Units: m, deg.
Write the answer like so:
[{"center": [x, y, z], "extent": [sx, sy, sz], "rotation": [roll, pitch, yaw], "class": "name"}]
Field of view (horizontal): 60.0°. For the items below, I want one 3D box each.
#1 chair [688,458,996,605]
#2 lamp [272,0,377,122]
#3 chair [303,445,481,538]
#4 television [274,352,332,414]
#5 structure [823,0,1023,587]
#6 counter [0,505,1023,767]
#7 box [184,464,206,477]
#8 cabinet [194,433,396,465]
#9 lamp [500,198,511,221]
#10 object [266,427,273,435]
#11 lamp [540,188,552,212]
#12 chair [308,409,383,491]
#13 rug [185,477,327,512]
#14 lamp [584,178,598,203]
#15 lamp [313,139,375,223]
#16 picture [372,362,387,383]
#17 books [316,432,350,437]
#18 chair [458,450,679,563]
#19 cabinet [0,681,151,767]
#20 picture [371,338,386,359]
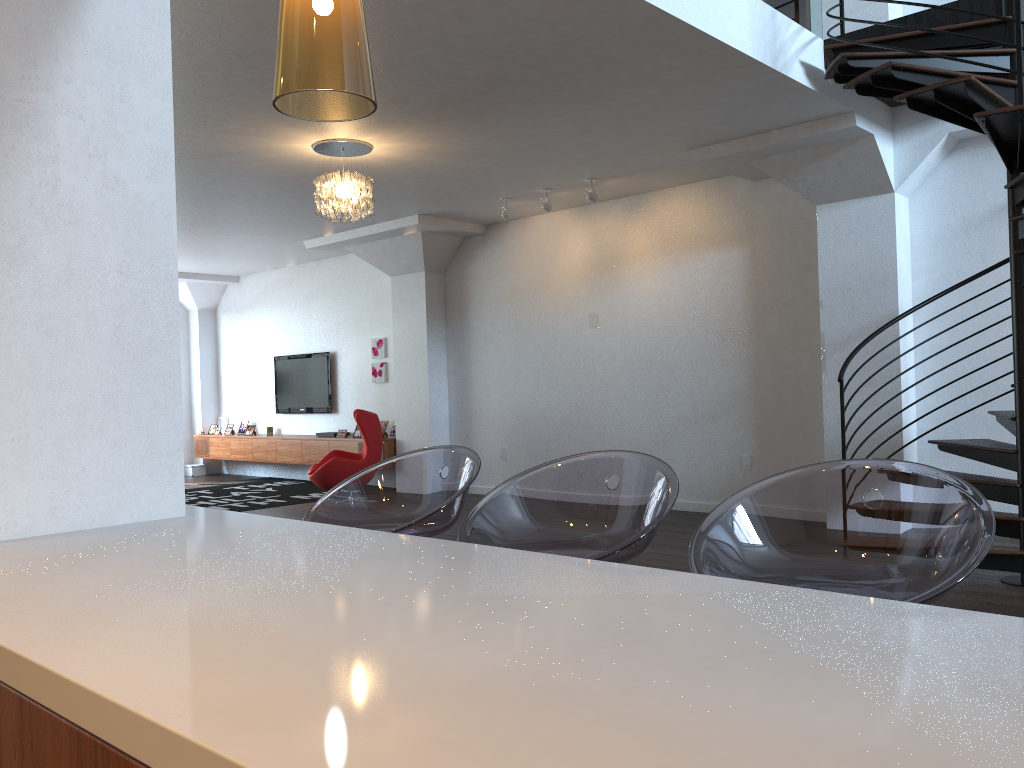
[{"center": [0.596, 0.662, 1.618], "extent": [0.530, 1.014, 0.481], "rotation": [-2, 0, 41], "class": "chair"}, {"center": [-0.489, -1.293, 2.624], "extent": [0.149, 1.807, 2.842], "rotation": [-2, 0, -8], "class": "lamp"}, {"center": [-0.325, 0.695, 2.487], "extent": [0.530, 1.014, 0.481], "rotation": [-2, 0, 45], "class": "chair"}, {"center": [-2.885, -0.001, 12.169], "extent": [1.324, 0.816, 0.013], "rotation": [-2, 0, 42], "class": "television"}, {"center": [2.842, -1.063, 4.984], "extent": [1.998, 4.352, 1.998], "rotation": [-2, 0, 3], "class": "structure"}, {"center": [0.955, 0.730, 1.547], "extent": [8.182, 0.860, 3.039], "rotation": [-2, 0, 13], "class": "counter"}, {"center": [-4.878, 1.317, 13.568], "extent": [0.368, 0.165, 0.228], "rotation": [-2, 0, 43], "class": "box"}, {"center": [-3.011, 0.882, 12.093], "extent": [4.501, 0.350, 0.459], "rotation": [-2, 0, 43], "class": "cabinet"}, {"center": [-0.058, -1.671, 8.477], "extent": [0.111, 0.211, 0.120], "rotation": [-2, 0, -13], "class": "lamp"}, {"center": [-3.455, 0.669, 12.651], "extent": [0.089, 0.110, 0.089], "rotation": [-2, 0, -2], "class": "object"}, {"center": [0.314, -1.685, 8.134], "extent": [0.111, 0.211, 0.120], "rotation": [-2, 0, 2], "class": "lamp"}, {"center": [-1.792, 0.780, 9.524], "extent": [0.801, 1.006, 0.798], "rotation": [-2, 0, -22], "class": "chair"}, {"center": [-3.843, 1.349, 10.258], "extent": [3.100, 0.007, 4.200], "rotation": [-2, 0, 44], "class": "rug"}, {"center": [0.695, -1.699, 7.783], "extent": [0.111, 0.211, 0.120], "rotation": [-2, 0, 17], "class": "lamp"}, {"center": [-1.235, -1.471, 6.509], "extent": [0.441, 0.539, 0.442], "rotation": [-2, 0, -5], "class": "lamp"}, {"center": [-1.667, -0.140, 11.125], "extent": [0.250, 0.250, 0.030], "rotation": [-2, 0, 43], "class": "picture"}, {"center": [-2.342, 0.661, 11.589], "extent": [0.400, 0.053, 0.250], "rotation": [-2, 0, 43], "class": "books"}, {"center": [0.139, 0.678, 2.061], "extent": [0.530, 1.014, 0.481], "rotation": [-2, 0, 40], "class": "chair"}, {"center": [-0.858, 0.813, 1.973], "extent": [4.493, 0.796, 0.898], "rotation": [-2, 0, 43], "class": "cabinet"}, {"center": [-1.677, -0.447, 11.127], "extent": [0.250, 0.250, 0.030], "rotation": [-2, 0, 43], "class": "picture"}]
